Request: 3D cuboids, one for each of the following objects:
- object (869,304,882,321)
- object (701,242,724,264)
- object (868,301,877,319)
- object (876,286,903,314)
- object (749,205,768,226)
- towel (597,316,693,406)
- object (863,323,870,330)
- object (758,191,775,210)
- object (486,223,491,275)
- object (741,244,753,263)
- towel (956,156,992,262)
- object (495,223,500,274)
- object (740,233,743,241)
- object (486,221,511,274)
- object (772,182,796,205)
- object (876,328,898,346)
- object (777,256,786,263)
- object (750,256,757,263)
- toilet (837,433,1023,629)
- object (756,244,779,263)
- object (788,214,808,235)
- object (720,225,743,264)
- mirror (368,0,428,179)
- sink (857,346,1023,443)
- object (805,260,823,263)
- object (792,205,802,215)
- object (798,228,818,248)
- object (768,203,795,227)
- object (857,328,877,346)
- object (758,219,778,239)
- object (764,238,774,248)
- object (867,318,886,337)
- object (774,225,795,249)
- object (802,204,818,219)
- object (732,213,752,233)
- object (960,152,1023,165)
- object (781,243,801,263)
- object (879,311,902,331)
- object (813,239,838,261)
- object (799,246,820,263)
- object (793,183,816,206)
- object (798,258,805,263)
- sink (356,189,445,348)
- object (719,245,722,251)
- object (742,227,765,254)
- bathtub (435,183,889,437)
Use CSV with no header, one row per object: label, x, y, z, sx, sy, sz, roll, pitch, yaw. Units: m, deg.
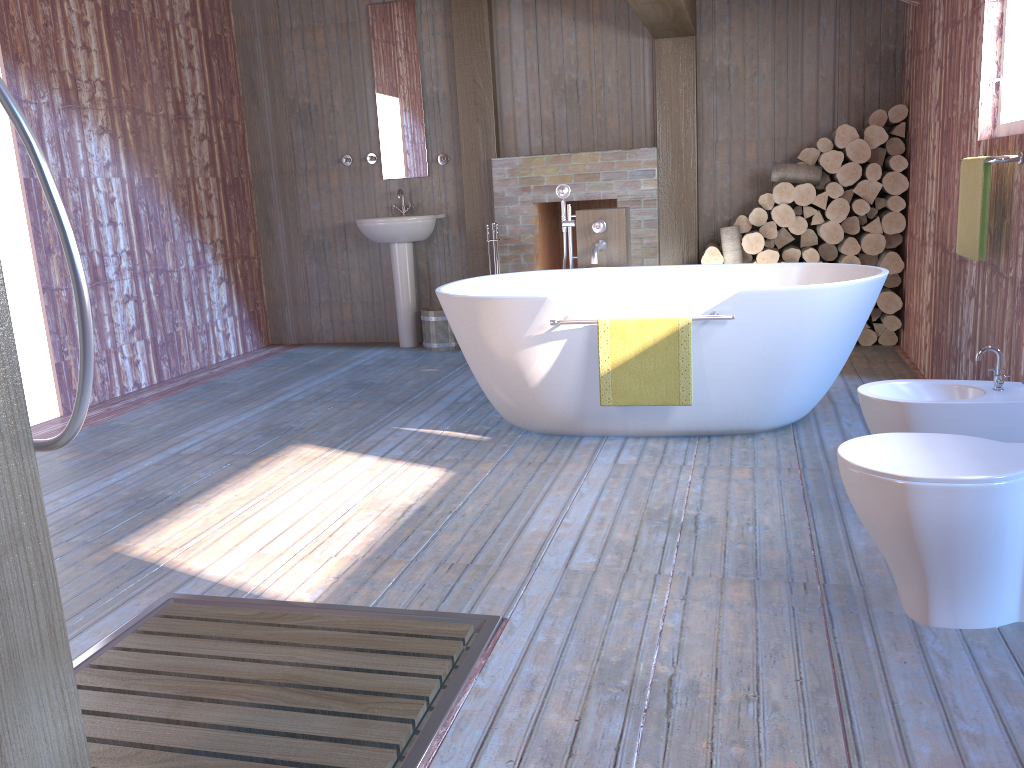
object,2.297,-0.460,5.647,0.085,0.091,0.280,0,13,14
object,1.308,-0.845,5.779,0.139,0.137,0.455,0,13,13
object,2.196,-0.509,5.641,0.169,0.152,0.481,0,13,15
object,2.340,-0.544,5.567,0.147,0.152,0.439,0,13,16
object,1.567,-1.072,5.639,0.115,0.123,0.291,0,13,16
towel,0.531,-0.089,3.540,0.370,0.361,0.032,-1,13,12
object,2.228,-0.402,5.674,0.084,0.105,0.280,0,13,14
object,1.618,-1.163,5.620,0.106,0.112,0.282,0,13,16
object,-0.201,-0.673,6.094,0.136,0.846,0.062,-4,12,-3
object,1.515,-0.847,5.811,0.121,0.124,0.291,0,13,16
towel,1.678,-0.640,3.227,0.032,0.361,0.370,0,13,15
object,-0.062,-0.658,6.047,0.126,0.871,0.206,-11,14,-31
object,1.457,-0.971,5.815,0.108,0.113,0.302,0,13,16
object,-0.119,-0.675,6.126,0.333,0.888,0.276,-11,14,-32
object,1.707,-1.209,5.580,0.135,0.145,0.439,0,13,16
object,2.375,-0.323,5.664,0.114,0.113,0.301,0,13,13
object,1.721,-0.750,5.676,0.098,0.100,0.437,0,13,13
object,1.533,-0.730,5.761,0.155,0.174,0.483,0,13,14
toilet,1.085,0.363,2.197,0.534,0.400,0.375,0,13,16
object,1.643,-0.820,5.701,0.139,0.148,0.458,0,13,16
object,1.799,-1.010,5.594,0.115,0.123,0.291,0,13,16
object,1.380,-0.844,5.568,0.147,0.298,0.109,1,13,18
mirror,-0.807,-2.080,6.312,0.350,1.199,0.009,0,13,15
sink,1.398,0.132,2.891,0.515,0.517,0.335,0,13,16
object,1.920,-0.735,5.634,0.111,0.113,0.301,0,13,14
object,1.788,-1.092,5.565,0.057,0.061,0.156,0,13,14
object,1.900,-0.943,5.692,0.104,0.127,0.321,0,13,16
object,1.702,-1.074,5.607,0.141,0.143,0.437,0,13,13
object,2.254,-0.319,5.684,0.116,0.117,0.289,0,13,13
object,1.632,-0.988,5.658,0.111,0.113,0.301,0,13,14
object,1.643,-0.909,5.674,0.064,0.068,0.174,0,13,14
object,2.326,-0.368,5.661,0.085,0.086,0.278,0,13,13
object,1.754,-0.957,5.725,0.128,0.150,0.323,0,13,15
object,1.866,-1.086,5.561,0.088,0.092,0.280,0,13,16
object,1.481,-1.038,5.721,0.114,0.113,0.301,0,13,13
object,1.702,-0.801,3.178,0.091,0.043,0.581,0,13,16
object,1.777,-0.825,5.651,0.114,0.120,0.303,0,13,16
object,2.367,-0.421,5.586,0.102,0.109,0.438,0,13,16
object,2.008,-0.859,5.682,0.116,0.118,0.289,0,13,13
object,1.875,-0.828,5.619,0.098,0.100,0.437,0,13,13
object,1.819,-1.195,5.553,0.138,0.147,0.440,0,13,16
object,1.812,-0.750,5.658,0.086,0.089,0.279,0,13,13
sink,-0.803,-0.819,6.384,0.582,1.143,0.475,0,13,15
object,1.421,-0.890,5.842,0.099,0.093,0.280,0,13,16
object,1.547,-0.922,5.687,0.138,0.147,0.440,0,13,16
bathtub,0.619,-0.375,4.056,1.935,1.109,1.460,6,15,36
